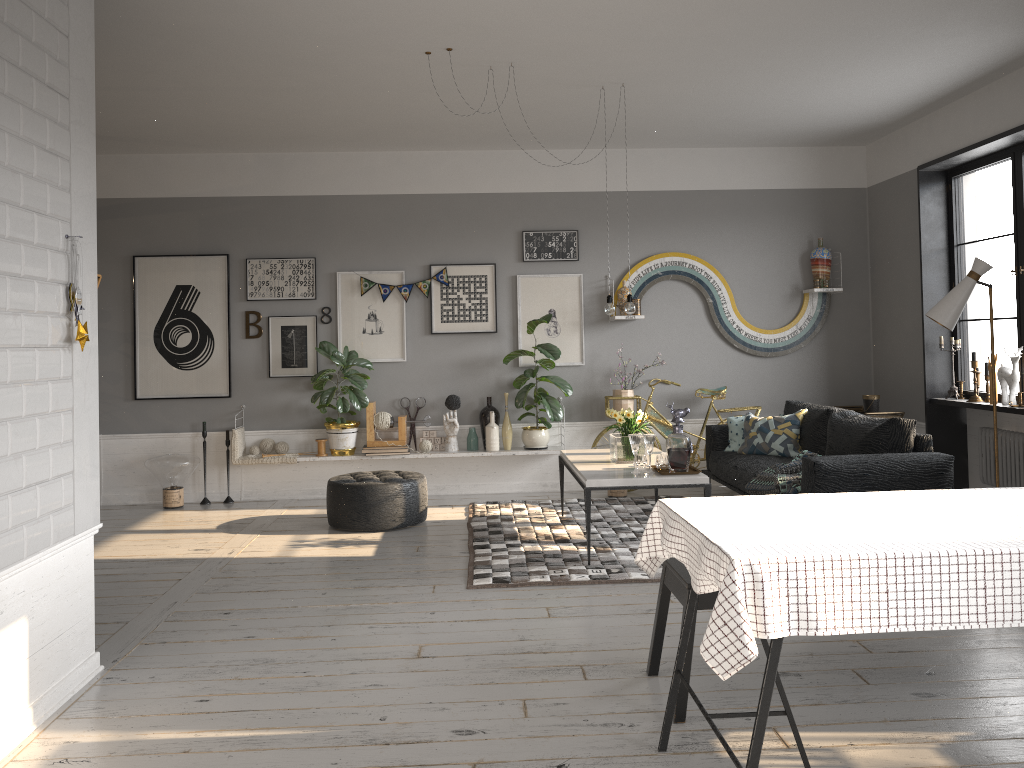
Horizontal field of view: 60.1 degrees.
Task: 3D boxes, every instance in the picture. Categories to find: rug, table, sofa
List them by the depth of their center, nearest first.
[{"bbox_3d":[1.427,0.754,2.478,2.025,0.785,0.931,-1,1,-3],"label":"table"},{"bbox_3d":[0.747,0.762,5.772,0.732,0.511,1.456,-1,2,-3],"label":"table"},{"bbox_3d":[0.584,0.996,5.984,1.770,0.034,2.528,-1,3,-3],"label":"rug"},{"bbox_3d":[2.079,0.575,6.254,0.970,0.798,2.341,-1,2,-3],"label":"sofa"},{"bbox_3d":[2.986,0.550,7.462,0.339,0.680,0.742,-1,1,-3],"label":"table"}]

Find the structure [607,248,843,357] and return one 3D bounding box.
[{"bbox_3d":[1.859,-0.703,7.714,2.022,0.957,0.266,-1,-1,-3],"label":"structure"}]

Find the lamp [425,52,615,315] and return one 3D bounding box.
[{"bbox_3d":[0.084,-1.196,5.528,1.396,1.538,0.074,-2,-1,-34],"label":"lamp"}]

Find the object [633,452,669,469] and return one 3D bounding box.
[{"bbox_3d":[0.911,0.478,5.413,0.279,0.087,0.246,-2,2,-25],"label":"object"}]

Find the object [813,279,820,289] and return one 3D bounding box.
[{"bbox_3d":[2.651,-0.867,7.695,0.060,0.079,0.060,-1,0,-14],"label":"object"}]

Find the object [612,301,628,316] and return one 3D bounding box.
[{"bbox_3d":[0.923,-0.664,7.589,0.197,0.166,0.060,-1,0,31],"label":"object"}]

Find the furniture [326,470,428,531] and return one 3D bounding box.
[{"bbox_3d":[-0.988,0.843,6.496,0.736,0.357,0.735,-2,2,-16],"label":"furniture"}]

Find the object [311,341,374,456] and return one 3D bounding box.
[{"bbox_3d":[-1.428,0.117,7.429,0.510,0.964,0.545,-1,0,-18],"label":"object"}]

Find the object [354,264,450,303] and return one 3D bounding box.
[{"bbox_3d":[-0.962,-0.869,7.686,0.914,0.340,0.057,-1,-1,-3],"label":"object"}]

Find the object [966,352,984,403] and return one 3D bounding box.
[{"bbox_3d":[3.377,-0.056,6.455,0.123,0.376,0.123,-1,-1,2],"label":"object"}]

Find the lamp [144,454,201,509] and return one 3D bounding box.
[{"bbox_3d":[-2.808,0.803,7.330,0.432,0.438,0.432,-1,1,19],"label":"lamp"}]

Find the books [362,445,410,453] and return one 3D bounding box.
[{"bbox_3d":[-1.064,0.552,7.492,0.384,0.029,0.260,-1,3,-2],"label":"books"}]

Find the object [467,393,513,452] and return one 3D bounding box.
[{"bbox_3d":[-0.194,0.321,7.547,0.286,0.489,0.331,-1,0,-42],"label":"object"}]

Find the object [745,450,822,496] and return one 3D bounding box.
[{"bbox_3d":[1.818,0.632,5.635,0.490,0.329,0.667,-1,2,-8],"label":"object"}]

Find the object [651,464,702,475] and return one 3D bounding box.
[{"bbox_3d":[0.978,0.513,5.298,0.247,0.015,0.318,-1,3,-3],"label":"object"}]

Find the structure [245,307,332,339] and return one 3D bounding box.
[{"bbox_3d":[-1.930,-0.531,7.657,0.739,0.263,0.024,-1,-1,-3],"label":"structure"}]

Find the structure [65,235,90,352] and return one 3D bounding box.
[{"bbox_3d":[-1.656,-0.345,3.366,0.078,0.448,0.134,-1,-1,-15],"label":"structure"}]

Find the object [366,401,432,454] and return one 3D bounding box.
[{"bbox_3d":[-0.950,0.368,7.507,0.545,0.440,0.238,-1,0,-3],"label":"object"}]

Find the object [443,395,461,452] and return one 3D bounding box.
[{"bbox_3d":[-0.510,0.332,7.546,0.155,0.484,0.136,-1,-1,-3],"label":"object"}]

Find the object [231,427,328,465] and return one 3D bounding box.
[{"bbox_3d":[-1.940,0.514,7.459,0.785,0.307,0.329,-1,1,-2],"label":"object"}]

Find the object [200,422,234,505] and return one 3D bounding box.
[{"bbox_3d":[-2.502,0.657,7.491,0.279,0.702,0.091,-1,-1,-11],"label":"object"}]

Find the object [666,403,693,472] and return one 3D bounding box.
[{"bbox_3d":[0.988,0.314,5.239,0.155,0.417,0.148,-2,-1,17],"label":"object"}]

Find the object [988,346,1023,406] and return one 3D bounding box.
[{"bbox_3d":[3.409,-0.046,5.943,0.134,0.410,0.662,-1,2,-2],"label":"object"}]

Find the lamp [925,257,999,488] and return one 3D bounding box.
[{"bbox_3d":[2.792,0.168,4.609,1.246,1.704,0.679,-1,-1,-5],"label":"lamp"}]

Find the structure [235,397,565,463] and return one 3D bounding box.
[{"bbox_3d":[-0.933,0.395,7.537,2.775,0.487,0.308,-1,0,-3],"label":"structure"}]

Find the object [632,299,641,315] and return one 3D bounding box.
[{"bbox_3d":[1.069,-0.658,7.611,0.086,0.140,0.086,-1,0,-10],"label":"object"}]

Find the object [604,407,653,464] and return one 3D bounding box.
[{"bbox_3d":[0.762,0.329,5.777,0.325,0.351,0.352,-1,1,-1],"label":"object"}]

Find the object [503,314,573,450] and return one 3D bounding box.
[{"bbox_3d":[0.221,-0.019,7.542,0.566,1.151,0.416,-2,-1,37],"label":"object"}]

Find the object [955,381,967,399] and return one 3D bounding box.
[{"bbox_3d":[3.443,0.040,6.782,0.084,0.151,0.084,-1,0,1],"label":"object"}]

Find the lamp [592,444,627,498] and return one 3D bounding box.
[{"bbox_3d":[0.871,0.720,7.359,0.432,0.438,0.433,-1,1,28],"label":"lamp"}]

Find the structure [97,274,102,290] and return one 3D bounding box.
[{"bbox_3d":[-2.009,-0.622,3.708,0.495,0.776,0.185,-1,-1,-3],"label":"structure"}]

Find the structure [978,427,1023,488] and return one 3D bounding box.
[{"bbox_3d":[3.559,0.558,6.011,0.149,0.428,1.223,-1,2,-5],"label":"structure"}]

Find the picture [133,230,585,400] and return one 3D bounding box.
[{"bbox_3d":[-2.916,-0.521,5.588,7.292,1.796,4.041,-1,2,-3],"label":"picture"}]

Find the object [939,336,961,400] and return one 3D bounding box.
[{"bbox_3d":[3.359,-0.127,6.780,0.144,0.491,0.162,-2,-1,33],"label":"object"}]

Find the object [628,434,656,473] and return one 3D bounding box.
[{"bbox_3d":[0.779,0.415,5.279,0.167,0.227,0.082,-1,-1,9],"label":"object"}]

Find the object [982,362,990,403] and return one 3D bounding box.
[{"bbox_3d":[3.432,-0.017,6.386,0.075,0.301,0.075,-2,-1,28],"label":"object"}]

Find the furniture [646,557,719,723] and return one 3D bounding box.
[{"bbox_3d":[1.362,0.885,3.260,1.669,0.456,0.465,-1,1,-3],"label":"furniture"}]

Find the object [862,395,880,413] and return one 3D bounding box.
[{"bbox_3d":[2.949,0.173,7.267,0.141,0.160,0.138,-1,0,35],"label":"object"}]

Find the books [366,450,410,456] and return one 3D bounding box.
[{"bbox_3d":[-1.052,0.576,7.497,0.368,0.021,0.296,-2,3,-8],"label":"books"}]

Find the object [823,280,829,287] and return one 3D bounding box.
[{"bbox_3d":[2.720,-0.868,7.664,0.050,0.058,0.050,-1,0,-13],"label":"object"}]

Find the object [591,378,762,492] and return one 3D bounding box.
[{"bbox_3d":[1.486,0.432,7.602,1.626,0.971,0.426,-2,-1,-12],"label":"object"}]

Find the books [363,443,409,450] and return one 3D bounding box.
[{"bbox_3d":[-1.069,0.529,7.503,0.379,0.017,0.229,-2,3,-6],"label":"books"}]

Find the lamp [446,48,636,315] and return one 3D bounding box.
[{"bbox_3d":[0.212,-1.196,5.473,1.396,1.538,0.074,-2,-1,-34],"label":"lamp"}]

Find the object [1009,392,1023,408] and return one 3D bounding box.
[{"bbox_3d":[3.404,0.105,5.928,0.123,0.099,0.123,-1,1,20],"label":"object"}]

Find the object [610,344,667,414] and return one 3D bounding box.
[{"bbox_3d":[1.075,-0.036,7.571,0.488,0.642,0.253,-1,-1,15],"label":"object"}]

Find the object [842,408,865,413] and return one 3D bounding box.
[{"bbox_3d":[2.972,0.228,7.622,0.247,0.015,0.318,-1,3,-3],"label":"object"}]

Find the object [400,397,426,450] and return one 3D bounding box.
[{"bbox_3d":[-0.852,0.346,7.659,0.221,0.464,0.019,-1,-1,-3],"label":"object"}]

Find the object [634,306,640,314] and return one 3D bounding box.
[{"bbox_3d":[1.090,-0.634,7.689,0.062,0.082,0.062,-1,0,-27],"label":"object"}]

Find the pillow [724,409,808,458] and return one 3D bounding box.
[{"bbox_3d":[1.990,0.369,6.876,0.443,0.362,0.798,-2,2,-21],"label":"pillow"}]

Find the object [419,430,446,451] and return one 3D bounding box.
[{"bbox_3d":[-0.667,0.486,7.628,0.265,0.174,0.078,-1,-1,3],"label":"object"}]
